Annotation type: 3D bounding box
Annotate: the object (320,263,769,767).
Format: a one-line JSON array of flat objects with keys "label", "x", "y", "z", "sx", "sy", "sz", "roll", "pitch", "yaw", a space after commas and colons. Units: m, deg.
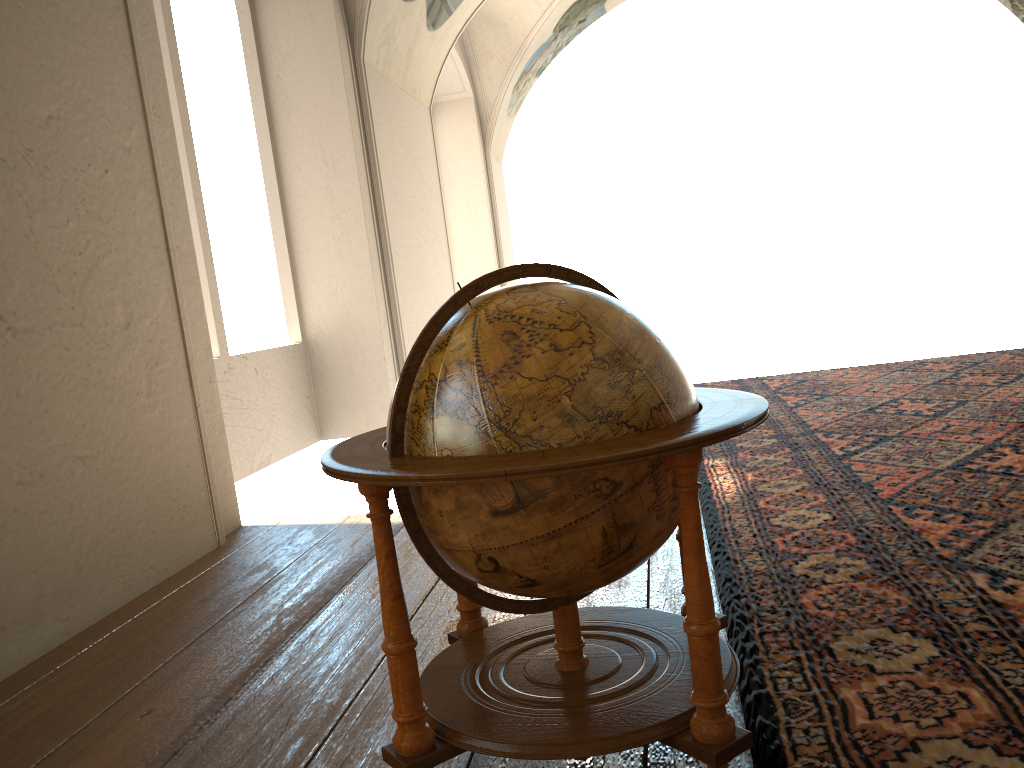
[{"label": "object", "x": 0.120, "y": 0.372, "z": 2.621, "sx": 1.276, "sy": 1.452, "sz": 1.279, "roll": -13, "pitch": 8, "yaw": -42}]
